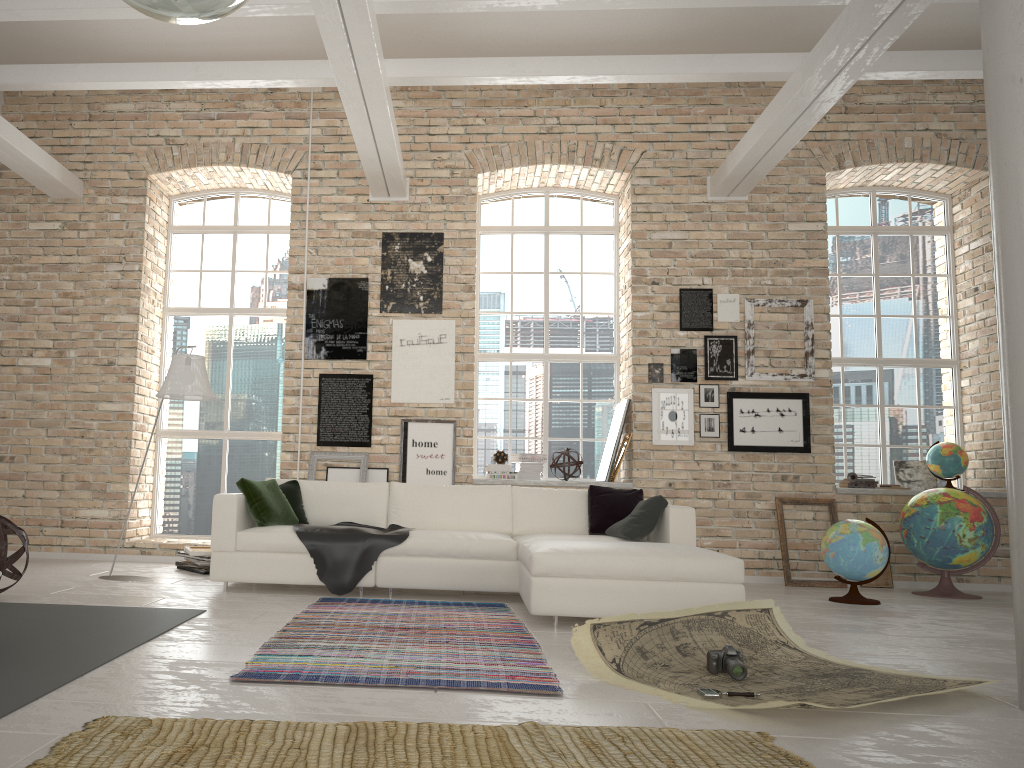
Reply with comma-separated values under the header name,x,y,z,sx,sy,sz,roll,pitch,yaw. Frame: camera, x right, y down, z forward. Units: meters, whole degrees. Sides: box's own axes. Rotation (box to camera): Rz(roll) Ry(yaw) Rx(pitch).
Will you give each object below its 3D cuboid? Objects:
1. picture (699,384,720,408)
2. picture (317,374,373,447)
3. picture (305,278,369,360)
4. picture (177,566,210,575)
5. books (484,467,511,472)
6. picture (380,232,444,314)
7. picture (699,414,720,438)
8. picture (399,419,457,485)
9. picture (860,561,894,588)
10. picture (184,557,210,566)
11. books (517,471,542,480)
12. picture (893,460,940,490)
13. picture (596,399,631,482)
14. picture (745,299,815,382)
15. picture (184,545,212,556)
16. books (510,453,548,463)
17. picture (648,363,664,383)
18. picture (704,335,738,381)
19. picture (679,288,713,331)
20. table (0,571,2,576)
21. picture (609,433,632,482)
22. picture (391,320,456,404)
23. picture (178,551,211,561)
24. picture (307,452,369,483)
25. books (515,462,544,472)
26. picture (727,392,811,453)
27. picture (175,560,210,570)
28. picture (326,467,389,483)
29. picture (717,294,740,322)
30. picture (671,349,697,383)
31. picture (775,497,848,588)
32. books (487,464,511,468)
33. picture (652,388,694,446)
name,x,y,z,sx,sy,sz,roll,pitch,yaw
picture,1.778,0.109,8.039,0.178,0.213,0.011,0,-7,5
picture,-1.555,0.246,8.317,0.516,0.681,0.064,0,-7,5
picture,-1.654,-0.618,8.416,0.597,0.785,0.036,0,-7,5
picture,-2.420,1.594,7.719,0.734,0.048,0.626,7,-9,-38
books,-0.132,0.794,8.269,0.198,0.041,0.199,3,-7,-13
picture,-0.944,-1.049,8.421,0.595,0.784,0.036,0,-7,5
picture,1.775,0.375,8.007,0.178,0.213,0.011,0,-7,5
picture,-0.775,0.703,8.177,0.524,0.756,0.012,0,-7,5
picture,3.137,1.585,7.721,0.270,0.351,0.094,0,-7,4
picture,-2.392,1.522,7.739,0.741,0.048,0.620,5,-8,-28
books,0.167,0.878,8.521,0.242,0.088,0.312,1,-7,5
picture,3.826,0.873,8.427,0.397,0.292,0.067,1,-7,5
picture,0.952,0.543,8.360,0.246,0.764,0.585,1,-7,-2
picture,2.409,-0.398,8.038,0.611,0.749,0.025,0,-7,5
picture,-2.417,1.443,7.728,0.751,0.048,0.613,4,-7,-21
books,0.160,0.710,8.537,0.294,0.085,0.237,4,-7,-18
picture,1.307,-0.100,8.102,0.137,0.178,0.008,0,-7,10
picture,1.892,-0.236,8.062,0.295,0.409,0.010,0,-7,5
picture,1.682,-0.678,8.137,0.299,0.394,0.018,0,-7,5
table,-2.570,0.944,3.605,0.946,0.342,0.876,0,-7,15
picture,0.991,0.683,8.184,0.174,0.460,0.361,1,-7,-2
picture,-0.824,-0.211,8.291,0.596,0.785,0.036,0,-7,5
picture,-2.420,1.483,7.751,0.732,0.048,0.627,7,-9,-40
picture,-1.593,0.905,8.092,0.550,0.582,0.280,1,-7,3
books,0.168,0.795,8.532,0.237,0.088,0.319,2,-7,-5
picture,2.289,0.342,7.960,0.722,0.535,0.031,1,-7,5
picture,-2.430,1.561,7.757,0.627,0.048,0.731,-4,-8,37
picture,-1.421,1.043,8.127,0.582,0.568,0.145,1,-7,4
picture,1.970,-0.693,8.119,0.196,0.259,0.012,0,-7,5
picture,1.560,-0.168,8.088,0.232,0.306,0.014,0,-7,5
picture,2.584,1.366,7.716,0.511,0.748,0.220,0,-7,4
books,-0.124,0.760,8.272,0.181,0.030,0.179,3,-7,-10
picture,1.451,0.295,8.039,0.370,0.514,0.013,0,-7,5
